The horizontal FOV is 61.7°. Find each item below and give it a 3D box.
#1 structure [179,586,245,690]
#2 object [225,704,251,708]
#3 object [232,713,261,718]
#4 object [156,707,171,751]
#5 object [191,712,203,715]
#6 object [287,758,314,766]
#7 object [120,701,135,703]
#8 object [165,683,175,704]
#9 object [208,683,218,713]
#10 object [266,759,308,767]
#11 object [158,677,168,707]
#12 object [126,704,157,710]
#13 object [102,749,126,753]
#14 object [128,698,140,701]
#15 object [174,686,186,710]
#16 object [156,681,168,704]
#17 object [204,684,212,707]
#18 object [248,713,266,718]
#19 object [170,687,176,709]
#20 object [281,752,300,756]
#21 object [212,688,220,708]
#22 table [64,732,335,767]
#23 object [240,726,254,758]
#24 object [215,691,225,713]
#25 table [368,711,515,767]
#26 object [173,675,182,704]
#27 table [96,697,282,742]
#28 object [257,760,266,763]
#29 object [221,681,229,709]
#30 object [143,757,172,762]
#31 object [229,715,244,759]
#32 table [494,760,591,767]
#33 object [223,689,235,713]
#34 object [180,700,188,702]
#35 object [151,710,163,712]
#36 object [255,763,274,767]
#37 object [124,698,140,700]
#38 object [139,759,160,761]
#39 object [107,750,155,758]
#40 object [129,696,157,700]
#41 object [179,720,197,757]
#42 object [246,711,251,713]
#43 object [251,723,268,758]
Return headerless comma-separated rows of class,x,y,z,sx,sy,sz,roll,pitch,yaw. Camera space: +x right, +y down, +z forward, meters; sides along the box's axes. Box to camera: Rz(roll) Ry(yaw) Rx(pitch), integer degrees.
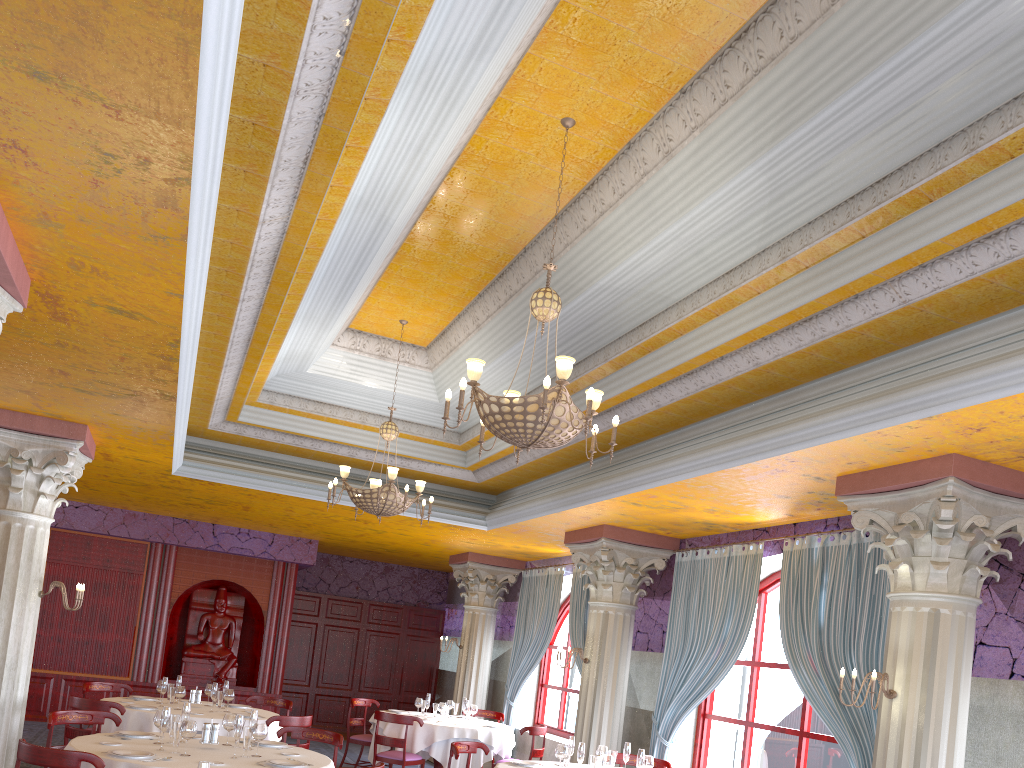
structure,-5.314,4.483,15.237,0.979,1.805,0.647,9,-5,-21
object,-3.373,3.970,10.550,0.324,0.023,0.316,22,-23,-39
object,-2.959,3.701,9.549,0.318,0.023,0.322,13,-19,-20
object,-2.634,2.611,6.484,0.075,0.328,0.074,9,-4,-30
object,-3.407,3.556,9.238,0.161,0.009,0.163,13,-19,-20
object,-1.657,2.948,6.682,0.256,0.019,0.057,-3,-18,27
object,-4.299,3.554,9.568,0.158,0.009,0.166,-3,-20,27
object,-3.986,3.607,9.975,0.085,0.232,0.088,7,-5,4
object,-3.350,3.517,9.604,0.073,0.328,0.076,6,-4,15
object,-1.704,2.875,6.476,0.318,0.023,0.322,13,-19,-20
object,-3.888,3.437,9.557,0.073,0.328,0.076,6,-4,15
object,-3.952,3.451,9.137,0.318,0.023,0.322,13,-19,-20
object,-2.858,2.640,6.156,0.027,0.013,0.244,1,-19,23
object,-4.403,3.672,9.969,0.252,0.003,0.023,-1,-19,22
object,-3.672,3.465,9.452,0.125,0.258,0.123,10,-7,-30
object,-4.045,3.555,9.875,0.125,0.258,0.123,10,-7,-30
object,-3.625,3.724,10.248,0.125,0.258,0.123,10,-7,-30
object,-2.911,3.775,9.755,0.256,0.019,0.057,-3,-18,27
object,-3.773,3.486,9.512,0.088,0.232,0.085,11,-6,-41
object,-1.830,3.054,7.062,0.158,0.009,0.167,1,-18,18
object,-3.527,3.729,10.186,0.087,0.232,0.086,9,-5,-19
table,-2.469,3.367,6.750,2.113,0.927,2.150,12,-16,-20
object,-2.060,2.782,6.651,0.085,0.232,0.088,7,-5,4
object,-3.314,3.608,9.723,0.085,0.232,0.088,7,-5,4
table,-1.033,5.322,12.357,2.113,0.927,2.150,12,-16,-20
object,-3.939,3.603,10.099,0.073,0.328,0.076,6,-4,15
table,-3.723,4.193,9.823,2.113,0.927,2.150,12,-16,-20
object,-1.900,2.873,6.522,0.029,0.010,0.146,-1,-19,25
object,-3.400,3.683,10.146,0.073,0.328,0.076,6,-4,15
object,-2.493,2.636,6.016,0.054,0.019,0.269,-1,-19,27
object,-2.096,2.690,6.532,0.073,0.328,0.076,6,-4,15
table,0.775,4.130,7.926,2.113,0.927,2.150,12,-16,-20
object,-3.253,3.634,9.824,0.125,0.258,0.123,10,-7,-30
object,-3.977,3.877,10.464,0.158,0.009,0.167,1,-18,18
object,-3.747,3.462,9.088,0.054,0.019,0.269,-1,-19,27
object,-1.795,2.819,6.316,0.231,0.013,0.029,-1,-17,23
object,-4.415,3.651,9.933,0.256,0.019,0.057,-3,-18,27
object,-2.530,2.644,6.028,0.022,0.003,0.266,0,-19,22
object,-2.698,2.625,6.065,0.318,0.023,0.322,13,-19,-20
object,-4.367,3.720,10.139,0.311,0.023,0.329,1,-18,18
object,-2.417,2.639,6.379,0.125,0.258,0.123,10,-7,-30
object,-3.085,3.880,10.134,0.161,0.009,0.163,13,-19,-20
object,-1.998,2.808,6.751,0.121,0.258,0.126,3,-7,37
